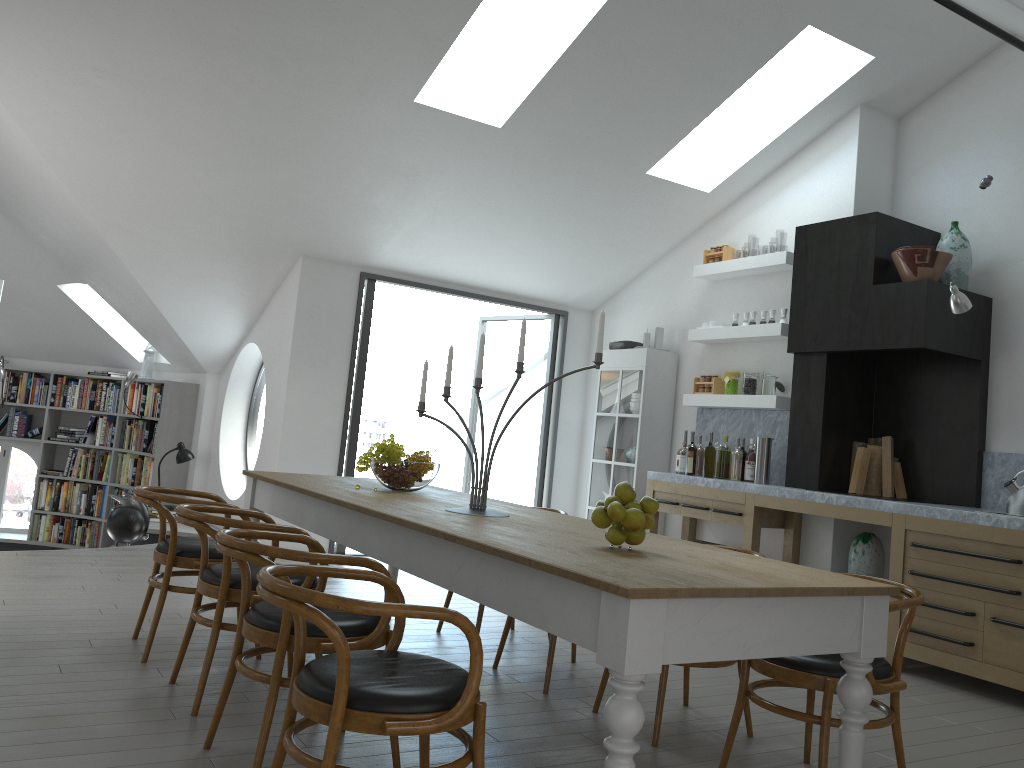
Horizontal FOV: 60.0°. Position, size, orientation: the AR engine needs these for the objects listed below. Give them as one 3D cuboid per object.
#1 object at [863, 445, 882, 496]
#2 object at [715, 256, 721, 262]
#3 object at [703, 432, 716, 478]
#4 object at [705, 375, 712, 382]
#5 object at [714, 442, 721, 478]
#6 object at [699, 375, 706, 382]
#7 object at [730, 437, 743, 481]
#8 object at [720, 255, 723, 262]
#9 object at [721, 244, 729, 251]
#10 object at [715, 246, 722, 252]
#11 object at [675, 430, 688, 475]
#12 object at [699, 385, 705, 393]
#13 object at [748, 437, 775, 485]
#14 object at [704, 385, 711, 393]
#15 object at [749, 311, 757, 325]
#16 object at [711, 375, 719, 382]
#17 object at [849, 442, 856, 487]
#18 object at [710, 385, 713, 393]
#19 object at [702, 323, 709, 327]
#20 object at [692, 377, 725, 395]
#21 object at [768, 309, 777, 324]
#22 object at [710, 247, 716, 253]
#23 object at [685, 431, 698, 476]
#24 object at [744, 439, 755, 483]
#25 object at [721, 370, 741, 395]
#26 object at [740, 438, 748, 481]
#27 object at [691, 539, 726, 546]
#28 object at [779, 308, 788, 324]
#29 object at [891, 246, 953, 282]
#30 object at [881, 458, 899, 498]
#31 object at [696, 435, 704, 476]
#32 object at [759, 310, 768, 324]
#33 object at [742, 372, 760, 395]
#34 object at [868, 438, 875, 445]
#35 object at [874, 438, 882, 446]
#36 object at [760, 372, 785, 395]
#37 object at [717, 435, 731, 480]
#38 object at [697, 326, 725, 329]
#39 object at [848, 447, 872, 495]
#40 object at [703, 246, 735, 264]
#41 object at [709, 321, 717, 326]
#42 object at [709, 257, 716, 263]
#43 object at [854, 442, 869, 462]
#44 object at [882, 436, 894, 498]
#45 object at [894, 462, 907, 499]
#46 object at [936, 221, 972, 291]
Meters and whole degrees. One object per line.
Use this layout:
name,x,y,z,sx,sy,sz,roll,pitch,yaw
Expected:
object,2.508,0.609,6.159,0.130,0.367,0.072,7,-5,-13
object,1.705,-1.021,7.327,0.058,0.075,0.058,6,-5,-8
object,1.514,0.547,6.783,0.093,0.360,0.092,4,-5,12
object,1.609,-0.039,7.237,0.058,0.075,0.058,6,-5,-8
object,1.605,0.595,6.961,0.183,0.287,0.184,6,-5,-7
object,1.574,-0.039,7.294,0.058,0.075,0.058,6,-5,-8
object,1.689,0.567,6.663,0.085,0.332,0.085,8,-6,-23
object,1.741,-1.021,7.270,0.058,0.075,0.058,6,-5,-8
object,1.749,-1.107,7.277,0.058,0.075,0.058,6,-5,-8
object,1.714,-1.107,7.335,0.058,0.075,0.058,6,-5,-8
object,1.385,0.552,7.146,0.085,0.361,0.088,6,-5,-10
object,1.566,0.047,7.287,0.058,0.075,0.058,6,-5,-8
object,1.831,0.561,6.507,0.114,0.340,0.164,8,-6,-28
object,1.601,0.047,7.230,0.058,0.075,0.058,6,-5,-8
object,1.869,-0.504,6.873,0.063,0.124,0.067,9,-6,-38
object,1.644,-0.039,7.180,0.058,0.075,0.058,6,-5,-8
object,2.416,0.587,6.256,0.074,0.360,0.057,7,-5,-17
object,1.636,0.047,7.172,0.058,0.075,0.058,6,-5,-8
object,1.608,-0.472,7.326,0.057,0.061,0.058,8,-5,-32
object,1.603,0.023,7.229,0.120,0.146,0.237,8,-5,-31
object,1.972,-0.504,6.716,0.063,0.124,0.067,9,-6,-38
object,1.679,-1.107,7.392,0.058,0.075,0.058,6,-5,-8
object,1.407,0.550,6.949,0.093,0.360,0.092,5,-5,3
object,1.799,0.577,6.672,0.081,0.330,0.081,6,-5,-4
object,1.728,-0.006,7.001,0.127,0.200,0.163,9,-6,-37
object,1.755,0.578,6.771,0.085,0.332,0.085,8,-6,-23
object,1.509,1.262,6.784,0.103,0.102,0.292,9,-5,-34
object,2.031,-0.504,6.621,0.063,0.124,0.067,9,-6,-38
object,2.653,-0.743,5.764,0.366,0.237,0.347,7,-4,-14
object,2.635,0.659,6.184,0.105,0.297,0.110,2,-6,33
object,1.501,0.577,7.126,0.085,0.332,0.085,8,-6,-23
object,1.930,-0.502,6.799,0.063,0.124,0.067,9,-6,-38
object,1.835,0.001,6.832,0.120,0.183,0.120,7,-5,-16
object,2.560,0.601,6.332,0.088,0.426,0.067,7,-5,-17
object,2.589,0.612,6.265,0.110,0.459,0.089,9,-6,-31
object,1.949,0.004,6.650,0.207,0.178,0.103,6,-5,-9
object,1.631,0.564,6.796,0.092,0.340,0.091,7,-5,-13
object,1.643,-0.450,7.260,0.113,0.025,0.295,8,-4,-31
object,2.398,0.600,6.111,0.148,0.337,0.081,10,-7,-41
object,1.708,-1.045,7.327,0.120,0.146,0.237,8,-5,-31
object,1.646,-0.477,7.263,0.054,0.071,0.054,8,-5,-32
object,1.670,-1.021,7.384,0.058,0.075,0.058,6,-5,-8
object,2.434,0.592,6.200,0.131,0.368,0.068,7,-5,-17
object,2.592,0.571,6.090,0.078,0.428,0.147,5,-5,4
object,2.661,0.667,6.104,0.057,0.252,0.113,8,-6,-28
object,2.952,-0.839,5.932,0.231,0.504,0.230,5,-5,10
